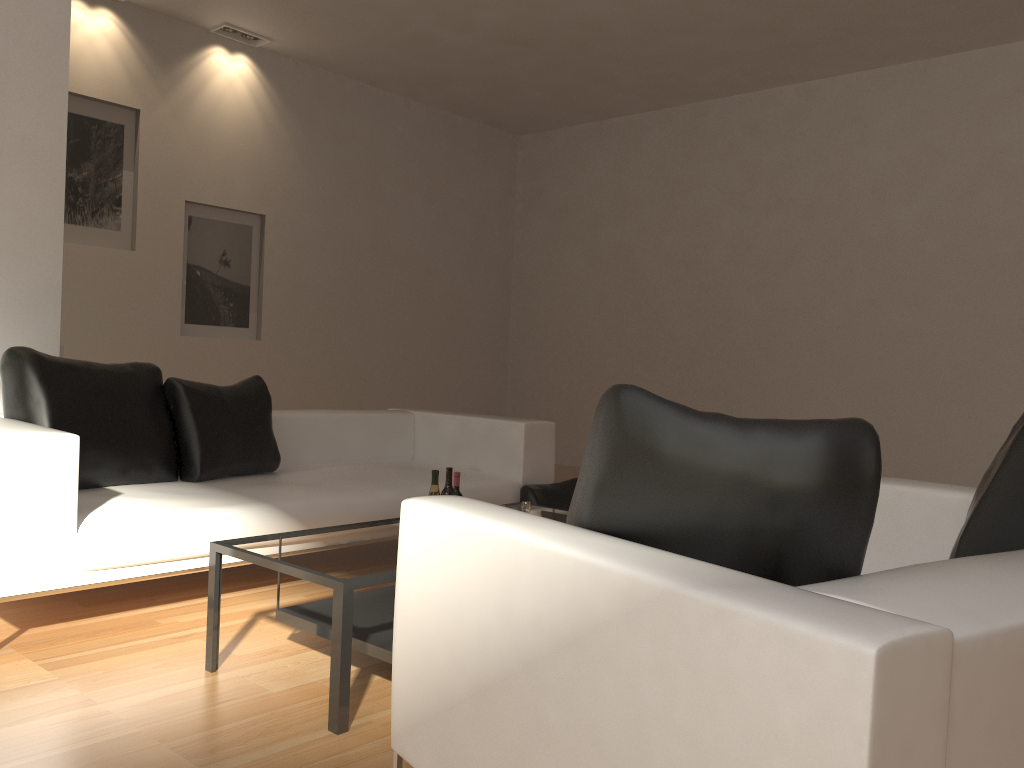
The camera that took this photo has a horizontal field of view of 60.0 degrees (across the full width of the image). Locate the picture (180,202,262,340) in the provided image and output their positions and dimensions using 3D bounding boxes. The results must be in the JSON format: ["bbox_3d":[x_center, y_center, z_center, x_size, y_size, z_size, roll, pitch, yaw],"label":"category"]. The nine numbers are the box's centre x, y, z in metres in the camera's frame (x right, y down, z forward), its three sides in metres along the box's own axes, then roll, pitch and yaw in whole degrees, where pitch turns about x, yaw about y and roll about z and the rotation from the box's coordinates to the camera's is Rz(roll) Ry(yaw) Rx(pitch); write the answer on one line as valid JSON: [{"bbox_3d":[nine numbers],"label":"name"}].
[{"bbox_3d":[-2.507,-0.950,7.640,0.005,1.155,0.802,3,1,41],"label":"picture"}]

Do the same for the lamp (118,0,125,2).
[{"bbox_3d":[-3.056,-3.027,6.589,0.243,0.166,0.446,3,1,41],"label":"lamp"}]

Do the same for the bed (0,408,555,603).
[{"bbox_3d":[-1.186,0.537,4.503,1.262,0.761,3.075,3,1,41],"label":"bed"}]

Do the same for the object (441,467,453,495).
[{"bbox_3d":[-0.234,0.430,3.243,0.057,0.248,0.057,2,1,-31],"label":"object"}]

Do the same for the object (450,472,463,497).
[{"bbox_3d":[-0.199,0.434,3.143,0.059,0.244,0.059,3,1,42],"label":"object"}]

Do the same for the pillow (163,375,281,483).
[{"bbox_3d":[-1.440,0.214,4.445,0.270,0.524,0.628,3,1,25],"label":"pillow"}]

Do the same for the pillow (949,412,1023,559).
[{"bbox_3d":[1.225,0.340,2.121,0.324,0.666,0.506,3,1,32],"label":"pillow"}]

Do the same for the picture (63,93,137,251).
[{"bbox_3d":[-3.251,-1.618,6.756,0.005,1.155,0.802,3,1,41],"label":"picture"}]

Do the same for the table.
[{"bbox_3d":[-0.223,0.778,3.282,0.709,0.460,1.566,3,1,41],"label":"table"}]

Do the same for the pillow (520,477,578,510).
[{"bbox_3d":[0.286,0.776,5.056,0.503,0.457,0.340,2,1,-30],"label":"pillow"}]

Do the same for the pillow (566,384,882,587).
[{"bbox_3d":[0.331,0.304,1.633,0.660,0.598,0.291,3,1,31],"label":"pillow"}]

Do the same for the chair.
[{"bbox_3d":[0.736,0.660,1.983,1.671,0.761,1.262,2,1,-33],"label":"chair"}]

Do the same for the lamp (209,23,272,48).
[{"bbox_3d":[-2.279,-3.008,7.468,0.243,0.166,0.446,3,1,41],"label":"lamp"}]

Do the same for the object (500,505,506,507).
[{"bbox_3d":[-0.043,0.504,3.319,0.039,0.101,0.039,2,1,-1],"label":"object"}]

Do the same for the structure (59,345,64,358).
[{"bbox_3d":[-3.819,0.095,4.738,1.839,1.403,4.625,3,1,41],"label":"structure"}]

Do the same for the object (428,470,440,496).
[{"bbox_3d":[-0.269,0.425,3.054,0.068,0.257,0.067,2,1,-30],"label":"object"}]

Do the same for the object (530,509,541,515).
[{"bbox_3d":[0.096,0.536,3.691,0.052,0.021,0.052,3,1,19],"label":"object"}]

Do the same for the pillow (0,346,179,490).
[{"bbox_3d":[-1.853,0.180,3.944,0.346,0.666,0.755,3,1,27],"label":"pillow"}]

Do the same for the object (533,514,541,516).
[{"bbox_3d":[0.092,0.538,3.567,0.052,0.021,0.052,2,1,-26],"label":"object"}]

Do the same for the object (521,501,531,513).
[{"bbox_3d":[0.054,0.506,3.438,0.039,0.101,0.039,2,1,-1],"label":"object"}]
